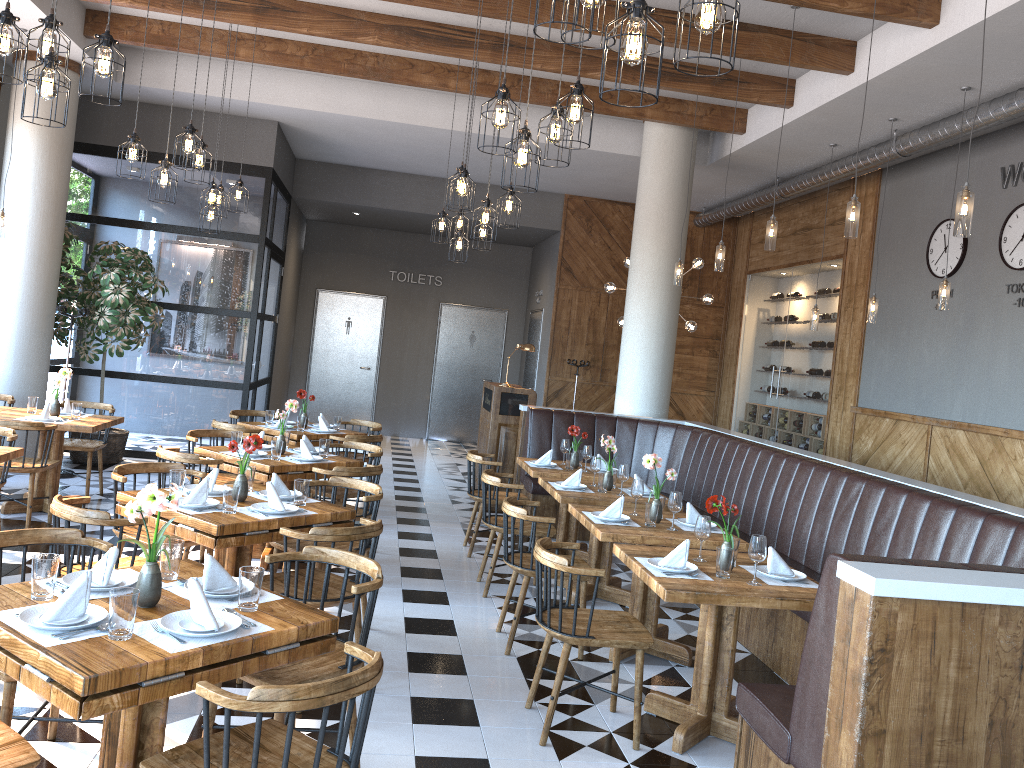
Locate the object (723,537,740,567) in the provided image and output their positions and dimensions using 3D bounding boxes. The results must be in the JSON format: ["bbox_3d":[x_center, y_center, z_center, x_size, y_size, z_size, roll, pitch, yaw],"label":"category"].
[{"bbox_3d":[1.051,0.810,4.264,0.080,0.132,0.080,6,0,-8],"label":"object"}]

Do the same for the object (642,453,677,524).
[{"bbox_3d":[0.862,0.619,5.258,0.206,0.400,0.146,6,0,-6],"label":"object"}]

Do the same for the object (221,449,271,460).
[{"bbox_3d":[-1.826,0.430,6.199,0.353,0.137,0.271,7,2,37],"label":"object"}]

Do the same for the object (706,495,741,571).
[{"bbox_3d":[0.975,0.695,4.143,0.171,0.355,0.156,6,0,-6],"label":"object"}]

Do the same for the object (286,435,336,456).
[{"bbox_3d":[-1.514,0.447,6.630,0.353,0.137,0.271,7,2,37],"label":"object"}]

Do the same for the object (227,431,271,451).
[{"bbox_3d":[-1.886,0.410,6.572,0.273,0.137,0.351,7,2,37],"label":"object"}]

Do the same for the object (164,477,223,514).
[{"bbox_3d":[-1.554,0.528,4.355,0.353,0.137,0.271,7,2,37],"label":"object"}]

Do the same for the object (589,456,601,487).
[{"bbox_3d":[0.609,0.638,6.494,0.081,0.215,0.081,6,0,-17],"label":"object"}]

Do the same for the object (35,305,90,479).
[{"bbox_3d":[-4.381,0.069,8.670,0.375,1.659,0.374,6,0,14],"label":"object"}]

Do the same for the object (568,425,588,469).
[{"bbox_3d":[0.534,0.525,7.432,0.156,0.355,0.171,6,0,-15],"label":"object"}]

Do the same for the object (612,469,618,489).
[{"bbox_3d":[0.729,0.694,6.470,0.080,0.132,0.080,6,0,-8],"label":"object"}]

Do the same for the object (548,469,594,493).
[{"bbox_3d":[0.425,0.666,6.296,0.271,0.137,0.352,6,2,-8],"label":"object"}]

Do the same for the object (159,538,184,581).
[{"bbox_3d":[-1.196,0.615,3.101,0.080,0.132,0.080,6,0,-43],"label":"object"}]

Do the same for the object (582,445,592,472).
[{"bbox_3d":[0.609,0.610,7.247,0.081,0.215,0.081,6,0,23],"label":"object"}]

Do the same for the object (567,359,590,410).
[{"bbox_3d":[0.879,0.474,12.816,0.375,1.659,0.374,6,0,14],"label":"object"}]

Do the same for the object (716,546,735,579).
[{"bbox_3d":[0.961,0.810,4.014,0.080,0.132,0.080,6,0,-23],"label":"object"}]

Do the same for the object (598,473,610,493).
[{"bbox_3d":[0.639,0.694,6.219,0.080,0.132,0.080,6,0,-23],"label":"object"}]

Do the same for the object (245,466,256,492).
[{"bbox_3d":[-1.455,0.521,4.874,0.080,0.132,0.080,6,0,-3],"label":"object"}]

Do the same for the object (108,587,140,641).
[{"bbox_3d":[-1.096,0.648,2.493,0.080,0.132,0.080,6,0,-33],"label":"object"}]

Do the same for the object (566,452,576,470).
[{"bbox_3d":[0.480,0.636,7.311,0.080,0.132,0.080,6,0,-23],"label":"object"}]

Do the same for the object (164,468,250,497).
[{"bbox_3d":[-1.615,0.507,4.728,0.273,0.137,0.351,7,2,37],"label":"object"}]

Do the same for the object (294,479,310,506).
[{"bbox_3d":[-1.103,0.568,4.626,0.080,0.132,0.080,6,0,-3],"label":"object"}]

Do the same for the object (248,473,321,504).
[{"bbox_3d":[-1.242,0.545,4.786,0.353,0.137,0.271,7,2,37],"label":"object"}]

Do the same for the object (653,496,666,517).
[{"bbox_3d":[0.888,0.752,5.380,0.080,0.132,0.080,6,0,-8],"label":"object"}]

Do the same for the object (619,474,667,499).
[{"bbox_3d":[0.943,0.718,6.363,0.271,0.137,0.352,6,2,-8],"label":"object"}]

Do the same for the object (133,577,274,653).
[{"bbox_3d":[-0.925,0.658,2.638,0.273,0.137,0.351,7,2,37],"label":"object"}]

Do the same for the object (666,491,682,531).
[{"bbox_3d":[0.928,0.726,5.065,0.081,0.215,0.081,6,0,-45],"label":"object"}]

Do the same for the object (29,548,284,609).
[{"bbox_3d":[-1.169,0.621,2.953,0.579,0.137,0.581,8,2,36],"label":"object"}]

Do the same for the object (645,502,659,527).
[{"bbox_3d":[0.802,0.753,5.103,0.080,0.132,0.080,6,0,-3],"label":"object"}]

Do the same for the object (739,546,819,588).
[{"bbox_3d":[1.265,0.835,4.155,0.271,0.137,0.352,6,2,-8],"label":"object"}]

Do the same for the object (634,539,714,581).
[{"bbox_3d":[0.747,0.782,4.088,0.271,0.137,0.352,6,2,-8],"label":"object"}]

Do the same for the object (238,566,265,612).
[{"bbox_3d":[-0.844,0.661,2.853,0.080,0.132,0.080,6,0,-43],"label":"object"}]

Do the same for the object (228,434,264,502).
[{"bbox_3d":[-1.368,0.431,4.538,0.156,0.355,0.171,6,0,-43],"label":"object"}]

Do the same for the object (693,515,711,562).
[{"bbox_3d":[0.926,0.753,4.321,0.081,0.215,0.081,6,0,0],"label":"object"}]

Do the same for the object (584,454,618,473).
[{"bbox_3d":[0.784,0.661,7.450,0.271,0.137,0.352,6,2,-8],"label":"object"}]

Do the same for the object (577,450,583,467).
[{"bbox_3d":[0.570,0.636,7.562,0.080,0.132,0.080,6,0,-8],"label":"object"}]

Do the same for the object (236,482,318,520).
[{"bbox_3d":[-1.181,0.565,4.413,0.273,0.137,0.351,7,2,37],"label":"object"}]

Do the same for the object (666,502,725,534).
[{"bbox_3d":[1.103,0.776,5.266,0.271,0.137,0.352,6,2,-8],"label":"object"}]

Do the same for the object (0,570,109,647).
[{"bbox_3d":[-1.298,0.621,2.580,0.353,0.137,0.271,7,2,37],"label":"object"}]

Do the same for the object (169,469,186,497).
[{"bbox_3d":[-1.711,0.507,4.524,0.080,0.132,0.080,6,0,-3],"label":"object"}]

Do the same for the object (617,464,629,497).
[{"bbox_3d":[0.769,0.668,6.155,0.081,0.215,0.081,6,0,23],"label":"object"}]

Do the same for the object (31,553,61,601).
[{"bbox_3d":[-1.453,0.601,2.751,0.080,0.132,0.080,6,0,-33],"label":"object"}]

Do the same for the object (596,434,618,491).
[{"bbox_3d":[0.677,0.559,6.340,0.146,0.400,0.206,6,0,-1],"label":"object"}]

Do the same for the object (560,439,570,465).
[{"bbox_3d":[0.450,0.581,7.587,0.081,0.215,0.081,6,0,-17],"label":"object"}]

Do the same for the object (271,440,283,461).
[{"bbox_3d":[-1.623,0.458,6.105,0.080,0.132,0.080,6,0,7],"label":"object"}]

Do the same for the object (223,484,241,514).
[{"bbox_3d":[-1.355,0.555,4.266,0.080,0.132,0.080,6,0,7],"label":"object"}]

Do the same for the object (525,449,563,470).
[{"bbox_3d":[0.266,0.608,7.383,0.271,0.137,0.352,6,2,-8],"label":"object"}]

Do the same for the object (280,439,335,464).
[{"bbox_3d":[-1.453,0.467,6.257,0.273,0.137,0.351,7,2,37],"label":"object"}]

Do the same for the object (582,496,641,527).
[{"bbox_3d":[0.585,0.723,5.199,0.271,0.137,0.352,6,2,-8],"label":"object"}]

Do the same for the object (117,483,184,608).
[{"bbox_3d":[-1.134,0.499,2.766,0.207,0.400,0.146,6,0,11],"label":"object"}]

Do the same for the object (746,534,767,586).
[{"bbox_3d":[1.091,0.785,3.950,0.081,0.215,0.081,6,0,-39],"label":"object"}]

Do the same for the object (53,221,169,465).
[{"bbox_3d":[-4.602,-0.452,9.419,1.632,2.592,1.382,6,0,-24],"label":"object"}]

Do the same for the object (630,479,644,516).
[{"bbox_3d":[0.764,0.695,5.433,0.081,0.215,0.081,6,0,-45],"label":"object"}]
